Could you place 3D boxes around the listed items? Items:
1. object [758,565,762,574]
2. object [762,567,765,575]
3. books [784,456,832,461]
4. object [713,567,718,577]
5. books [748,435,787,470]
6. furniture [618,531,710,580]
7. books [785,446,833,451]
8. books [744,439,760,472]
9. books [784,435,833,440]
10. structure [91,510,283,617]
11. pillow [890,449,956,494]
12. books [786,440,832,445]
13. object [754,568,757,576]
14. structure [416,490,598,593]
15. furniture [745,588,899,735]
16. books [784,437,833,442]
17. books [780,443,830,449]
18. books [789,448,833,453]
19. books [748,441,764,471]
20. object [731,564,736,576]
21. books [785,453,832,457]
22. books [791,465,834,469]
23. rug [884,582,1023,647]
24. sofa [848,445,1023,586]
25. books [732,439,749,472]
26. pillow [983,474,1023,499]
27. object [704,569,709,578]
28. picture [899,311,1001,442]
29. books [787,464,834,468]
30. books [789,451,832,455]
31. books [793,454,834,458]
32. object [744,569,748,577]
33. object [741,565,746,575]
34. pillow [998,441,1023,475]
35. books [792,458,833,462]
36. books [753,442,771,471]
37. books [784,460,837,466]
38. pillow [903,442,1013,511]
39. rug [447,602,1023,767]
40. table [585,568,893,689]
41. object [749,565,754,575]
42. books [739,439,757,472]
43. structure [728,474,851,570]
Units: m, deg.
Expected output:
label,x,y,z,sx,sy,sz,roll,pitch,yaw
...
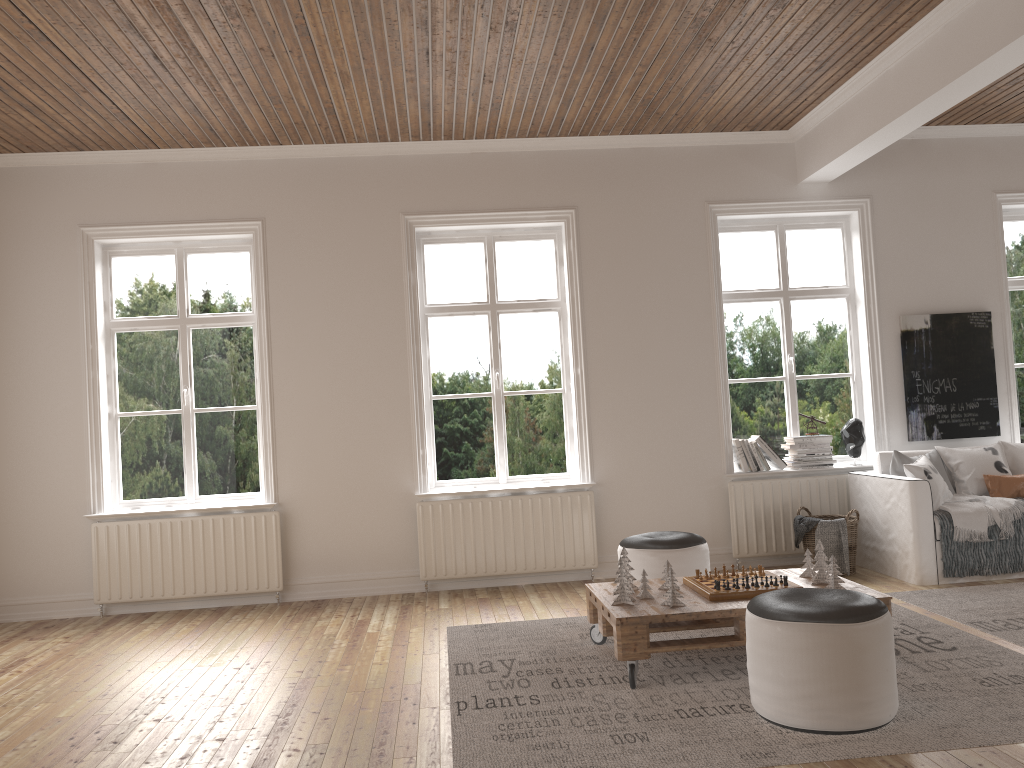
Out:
label,x,y,z,sx,sy,sz,roll,pitch,yaw
object,1.194,0.891,4.267,0.019,0.040,0.019,-4,-3,29
object,1.197,0.891,4.222,0.017,0.037,0.017,-4,-2,14
books,2.136,0.535,6.409,0.288,0.016,0.182,-3,-2,-5
object,0.975,0.900,4.249,0.022,0.047,0.022,-4,-2,27
books,1.833,0.491,6.373,0.226,0.255,0.176,-3,-2,-5
furniture,0.873,1.079,5.078,0.518,0.430,0.518,-4,-2,16
books,2.142,0.463,6.413,0.288,0.016,0.182,-3,-2,-5
books,1.698,0.510,6.358,0.104,0.232,0.152,-3,-2,-5
books,2.129,0.383,6.387,0.288,0.016,0.182,-3,-2,-5
structure,-2.143,1.291,5.896,1.223,0.829,0.085,-3,-2,-5
pillow,2.699,0.635,5.876,0.541,0.431,0.282,-2,-3,-31
books,2.138,0.417,6.398,0.273,0.021,0.174,-3,-2,-5
object,1.157,0.893,4.217,0.017,0.037,0.017,-4,-2,14
structure,-0.022,1.177,6.079,1.223,0.829,0.095,-3,-2,-5
furniture,1.131,0.995,3.266,0.518,0.430,0.518,-3,-2,-2
books,2.135,0.399,6.398,0.288,0.016,0.182,-3,-2,-5
books,2.118,0.443,6.411,0.296,0.028,0.180,-3,-2,-5
books,2.153,0.479,6.399,0.263,0.017,0.167,-3,-2,-5
books,1.727,0.516,6.364,0.101,0.218,0.161,-3,-2,-5
object,1.062,0.891,4.258,0.025,0.055,0.025,-4,-2,27
books,2.137,0.507,6.394,0.285,0.012,0.159,-3,-2,-5
books,2.158,0.597,6.387,0.254,0.012,0.161,-3,-2,-5
rug,3.495,1.109,4.170,2.474,0.003,2.254,-3,-2,-5
sofa,3.358,0.794,5.855,1.960,0.776,0.866,-3,-2,-5
books,1.622,0.510,6.360,0.093,0.239,0.172,-3,-2,-5
pillow,3.300,0.686,5.783,0.414,0.220,0.116,-3,-2,-4
object,0.932,0.904,4.246,0.026,0.044,0.026,-5,-3,40
picture,3.173,-0.057,6.428,0.680,0.908,0.041,-3,-2,-5
books,2.142,0.585,6.382,0.285,0.012,0.159,-3,-2,-5
books,2.148,0.494,6.390,0.254,0.012,0.161,-3,-2,-5
books,2.160,0.518,6.388,0.256,0.013,0.161,-3,-2,-5
object,1.113,0.896,4.214,0.017,0.037,0.017,-4,-2,14
object,1.111,0.892,4.260,0.022,0.047,0.022,-4,-2,27
pillow,3.828,0.562,5.864,1.081,0.450,0.403,-4,-2,19
books,2.155,0.547,6.395,0.254,0.013,0.161,-3,-2,-5
books,1.766,0.516,6.362,0.118,0.213,0.161,-3,-2,-5
books,2.143,0.566,6.393,0.331,0.025,0.176,-3,-2,-5
pillow,2.896,0.622,5.809,1.020,0.414,0.417,-2,-2,-23
rug,0.959,1.245,3.951,2.474,0.003,2.254,-3,-2,-5
table,0.997,1.098,4.079,1.189,0.300,0.821,-3,-2,-5
object,1.149,0.892,4.264,0.026,0.044,0.026,-5,-3,40
books,1.666,0.510,6.353,0.112,0.235,0.172,-3,-2,-5
structure,2.140,1.061,6.267,1.223,0.829,0.095,-3,-2,-5
